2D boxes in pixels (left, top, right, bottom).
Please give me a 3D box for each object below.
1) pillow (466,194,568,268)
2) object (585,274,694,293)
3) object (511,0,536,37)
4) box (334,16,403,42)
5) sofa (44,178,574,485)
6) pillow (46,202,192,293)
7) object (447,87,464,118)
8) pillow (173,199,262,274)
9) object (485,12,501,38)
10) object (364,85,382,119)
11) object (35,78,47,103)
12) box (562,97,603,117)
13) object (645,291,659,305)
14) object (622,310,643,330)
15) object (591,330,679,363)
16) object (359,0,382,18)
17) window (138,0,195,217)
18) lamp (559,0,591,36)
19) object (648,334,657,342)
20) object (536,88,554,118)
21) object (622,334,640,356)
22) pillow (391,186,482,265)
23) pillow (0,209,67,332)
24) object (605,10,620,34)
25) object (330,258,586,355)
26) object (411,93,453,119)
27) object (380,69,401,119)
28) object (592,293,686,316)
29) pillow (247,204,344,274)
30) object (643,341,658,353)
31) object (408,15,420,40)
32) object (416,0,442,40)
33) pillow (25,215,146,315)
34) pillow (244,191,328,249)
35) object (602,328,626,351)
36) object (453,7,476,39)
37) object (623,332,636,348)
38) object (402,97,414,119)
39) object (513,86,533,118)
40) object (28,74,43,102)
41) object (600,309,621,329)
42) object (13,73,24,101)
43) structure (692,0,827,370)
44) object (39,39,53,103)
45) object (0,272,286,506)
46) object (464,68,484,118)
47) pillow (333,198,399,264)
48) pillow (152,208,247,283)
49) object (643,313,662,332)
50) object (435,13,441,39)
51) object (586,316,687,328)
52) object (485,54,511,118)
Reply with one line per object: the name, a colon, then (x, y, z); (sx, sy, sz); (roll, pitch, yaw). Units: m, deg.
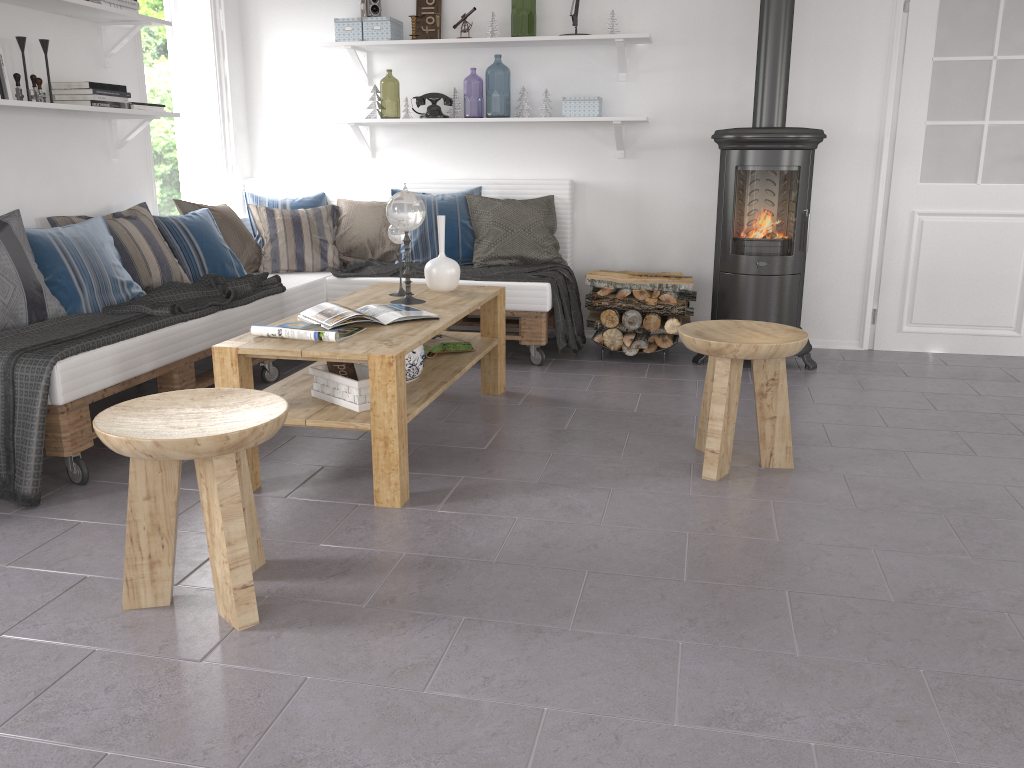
pillow: (0.021, -0.836, 4.867); (0.519, 0.395, 0.334); (-2, 15, -10)
object: (0.658, -0.526, 4.626); (0.571, 0.079, 0.115); (3, 15, 13)
object: (0.063, -2.071, 4.767); (0.136, 0.415, 0.136); (-14, 20, -43)
box: (-0.804, -1.993, 5.032); (0.332, 0.131, 0.242); (3, 15, 12)
sofa: (-0.926, -0.429, 4.061); (2.017, 0.932, 2.855); (3, 15, 12)
pillow: (-1.719, -0.576, 3.961); (0.316, 0.438, 0.546); (7, 16, 24)
object: (-0.324, -1.593, 5.032); (0.127, 0.176, 0.007); (5, 15, 17)
pillow: (-1.545, -0.783, 4.771); (0.334, 0.438, 0.545); (5, 15, 17)
object: (-0.103, -1.943, 4.809); (0.075, 0.147, 0.075); (-5, 15, -20)
object: (-0.778, -1.613, 5.072); (0.113, 0.195, 0.107); (5, 15, 18)
object: (-1.857, -1.152, 3.489); (0.032, 0.102, 0.058); (2, 15, 7)
box: (0.386, -1.511, 4.856); (0.202, 0.110, 0.137); (3, 15, 12)
object: (0.759, -0.485, 4.739); (0.059, 0.048, 0.529); (3, 15, 12)
object: (0.665, -0.391, 4.831); (0.110, 0.109, 0.463); (3, 15, 10)
object: (0.689, -0.232, 4.889); (0.456, 0.118, 0.478); (3, 15, 12)
object: (-0.787, -2.132, 4.996); (0.121, 0.157, 0.117); (-8, 16, -27)
window: (-2.000, -1.398, 4.909); (0.052, 1.655, 0.685); (3, 15, 12)
lamp: (0.280, -2.171, 4.591); (0.196, 0.703, 0.439); (9, 17, 31)
object: (0.774, -0.285, 4.820); (0.046, 0.033, 0.425); (3, 15, 12)
object: (0.186, -1.548, 4.891); (0.088, 0.161, 0.093); (6, 16, 21)
object: (0.681, -0.243, 4.866); (0.095, 0.063, 0.562); (3, 15, 13)
pillow: (-0.400, -0.877, 4.935); (0.526, 0.428, 0.311); (-2, 15, -9)
pillow: (-1.911, -0.384, 3.175); (0.301, 0.444, 0.534); (8, 16, 28)
object: (0.534, -1.915, 4.712); (0.073, 0.142, 0.072); (14, 20, 43)
object: (-0.316, -0.435, 4.881); (1.449, 0.508, 0.716); (0, 15, 2)
object: (-0.453, -1.572, 5.019); (0.203, 0.146, 0.171); (10, 18, 35)
object: (-0.691, -1.640, 5.027); (0.111, 0.270, 0.111); (8, 17, 29)
object: (0.662, -0.414, 4.625); (0.480, 0.104, 0.126); (4, 15, 14)
pillow: (-1.191, -0.805, 4.957); (0.516, 0.392, 0.358); (-5, 15, -18)
object: (0.783, -0.248, 4.861); (0.096, 0.067, 0.467); (3, 15, 12)
object: (-0.544, -1.976, 4.924); (0.085, 0.152, 0.085); (10, 18, 35)
object: (-0.467, -2.159, 4.986); (0.154, 0.480, 0.053); (5, 15, 17)
pillow: (-1.771, -0.461, 3.599); (0.331, 0.401, 0.525); (9, 17, 30)
pillow: (-1.299, -0.912, 5.214); (0.534, 0.437, 0.287); (-4, 15, -15)
object: (0.599, -0.286, 4.899); (0.118, 0.142, 0.520); (4, 15, 15)
object: (-0.264, -1.976, 4.889); (0.092, 0.172, 0.177); (-5, 15, -19)
object: (0.661, -0.280, 4.849); (0.057, 0.050, 0.561); (3, 15, 12)
object: (-0.590, -1.554, 4.985); (0.072, 0.124, 0.068); (-1, 15, -3)
object: (0.064, -1.571, 4.946); (0.103, 0.178, 0.097); (-7, 16, -24)
object: (-1.897, -1.170, 3.527); (0.032, 0.117, 0.058); (6, 16, 23)
object: (0.558, -0.401, 4.878); (0.103, 0.107, 0.516); (3, 15, 11)
object: (-1.928, -1.154, 3.466); (0.032, 0.117, 0.058); (-3, 15, -13)
structure: (1.261, -2.501, 4.145); (0.643, 4.887, 0.626); (-3, 15, -11)
object: (-1.894, -1.268, 3.622); (0.085, 0.259, 0.085); (-5, 15, -19)
object: (-1.554, -0.114, 3.598); (0.685, 0.533, 1.892); (3, 15, 11)
object: (-0.214, -1.616, 4.935); (0.111, 0.270, 0.111); (8, 17, 29)
pillow: (-0.796, -0.850, 5.043); (0.521, 0.381, 0.366); (2, 15, 9)
pillow: (-1.566, -0.650, 4.374); (0.341, 0.408, 0.523); (8, 16, 27)
object: (0.765, -0.375, 4.812); (0.102, 0.102, 0.561); (3, 15, 11)
object: (-0.408, -1.971, 4.914); (0.052, 0.148, 0.052); (-7, 16, -25)
object: (0.674, -0.315, 4.793); (0.539, 0.070, 0.101); (3, 15, 13)
object: (-0.077, -1.639, 4.892); (0.137, 0.335, 0.137); (0, 15, 1)
